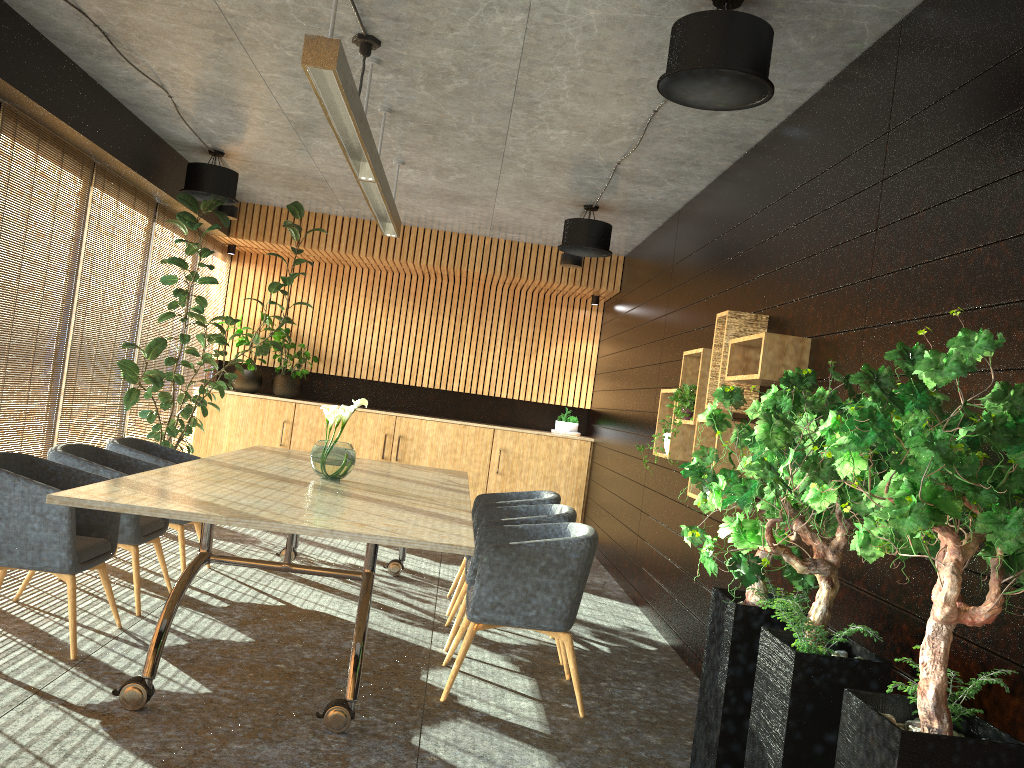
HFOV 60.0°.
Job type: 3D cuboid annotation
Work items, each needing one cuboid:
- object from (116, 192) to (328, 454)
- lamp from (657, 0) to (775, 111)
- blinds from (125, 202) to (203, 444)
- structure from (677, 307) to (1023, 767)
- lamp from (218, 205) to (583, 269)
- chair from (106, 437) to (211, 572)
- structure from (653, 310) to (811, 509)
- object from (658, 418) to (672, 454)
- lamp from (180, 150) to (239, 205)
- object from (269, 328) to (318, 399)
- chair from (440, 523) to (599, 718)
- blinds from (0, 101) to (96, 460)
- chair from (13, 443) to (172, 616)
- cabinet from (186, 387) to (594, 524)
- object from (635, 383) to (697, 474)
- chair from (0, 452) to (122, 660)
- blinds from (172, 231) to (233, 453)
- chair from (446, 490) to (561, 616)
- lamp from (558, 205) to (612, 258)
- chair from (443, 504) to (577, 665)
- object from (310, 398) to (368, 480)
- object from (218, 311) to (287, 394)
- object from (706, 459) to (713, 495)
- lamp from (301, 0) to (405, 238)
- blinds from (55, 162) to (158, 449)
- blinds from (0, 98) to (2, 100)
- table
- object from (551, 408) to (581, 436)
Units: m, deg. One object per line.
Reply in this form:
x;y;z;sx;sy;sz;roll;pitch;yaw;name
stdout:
-3.214;-0.293;8.837;1.958;3.266;1.875;7;-2;35;object
0.932;-1.519;3.963;0.513;0.497;0.513;7;-1;26;lamp
-3.694;-0.266;9.345;0.039;3.038;1.422;8;-1;-3;blinds
1.049;0.781;3.070;0.952;1.987;2.081;8;-1;-2;structure
-1.249;-1.752;10.039;4.179;0.294;0.257;8;-1;-3;lamp
-2.629;0.903;6.554;0.761;0.944;0.706;8;-1;-3;chair
1.285;0.152;5.563;0.242;1.130;2.172;8;-1;-3;structure
1.174;0.352;6.373;0.241;0.318;0.226;8;-2;-28;object
-2.733;-1.907;8.095;0.513;0.497;0.513;8;-2;-32;lamp
-2.833;-0.264;11.164;0.679;0.880;0.512;8;-1;0;object
0.050;1.218;4.903;0.761;0.944;0.706;8;-1;-3;chair
-3.521;-0.313;6.389;0.039;3.038;1.422;8;-1;-3;blinds
-2.576;0.888;5.656;0.761;0.944;0.706;8;-1;-3;chair
-1.534;0.997;11.321;4.954;1.272;1.006;8;-1;-3;cabinet
1.098;0.307;5.870;0.401;0.633;0.445;8;-1;-22;object
-2.524;0.874;4.758;0.761;0.944;0.706;8;-1;-3;chair
-3.779;-0.243;10.811;0.039;3.038;1.422;8;-1;-3;blinds
-0.055;1.247;6.699;0.761;0.944;0.706;8;-1;-3;chair
0.708;-1.447;8.289;0.513;0.497;0.513;7;-1;26;lamp
-0.002;1.233;5.801;0.761;0.944;0.706;8;-1;-3;chair
-1.142;0.346;5.770;0.295;0.546;0.322;7;-1;7;object
-3.331;-0.418;11.152;0.666;1.054;0.640;6;-2;38;object
1.216;0.521;5.304;0.226;0.318;0.241;8;-1;-3;object
-0.905;-1.632;5.806;0.151;0.618;4.009;8;-1;-3;lamp
-3.607;-0.290;7.855;0.039;3.038;1.422;8;-1;-3;blinds
-2.896;-0.307;2.383;1.388;3.075;6.486;8;-1;-22;blinds
-1.233;1.075;5.731;1.816;0.927;3.932;8;-1;-3;table
0.719;0.484;11.533;0.384;0.347;0.384;7;-1;19;object
